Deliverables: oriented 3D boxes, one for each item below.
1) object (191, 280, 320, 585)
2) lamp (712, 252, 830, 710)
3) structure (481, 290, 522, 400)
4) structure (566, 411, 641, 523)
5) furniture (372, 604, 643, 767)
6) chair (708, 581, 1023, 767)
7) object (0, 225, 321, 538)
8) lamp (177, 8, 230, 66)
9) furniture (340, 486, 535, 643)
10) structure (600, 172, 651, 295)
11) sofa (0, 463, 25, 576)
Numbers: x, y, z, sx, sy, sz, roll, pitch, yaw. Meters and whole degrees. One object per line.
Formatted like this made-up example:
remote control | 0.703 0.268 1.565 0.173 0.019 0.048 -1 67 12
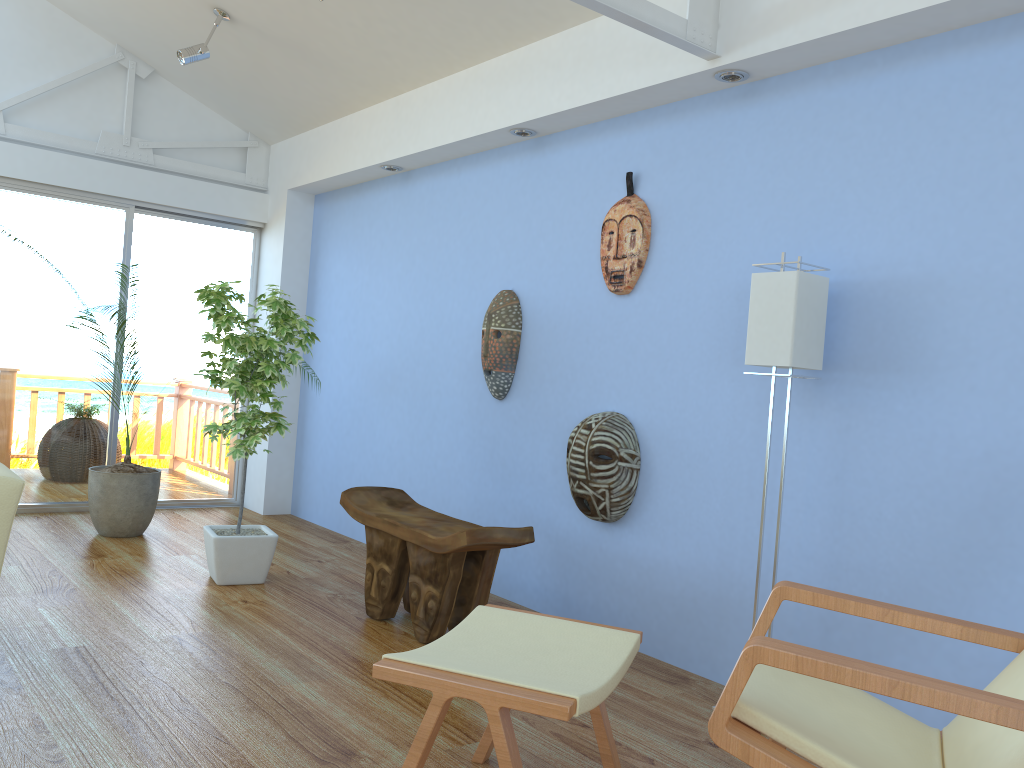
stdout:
object | -1.228 0.223 4.149 0.495 1.409 0.699 4 0 5
lamp | 0.856 0.335 2.899 0.200 1.520 0.200 4 0 -38
structure | -0.082 -0.193 4.295 0.115 0.541 0.254 4 0 -38
structure | 0.335 0.343 3.664 0.185 0.466 0.359 4 0 -38
furniture | 0.006 0.822 2.085 0.449 0.427 0.619 5 0 22
chair | 0.860 0.612 1.752 0.859 0.982 0.632 5 0 22
object | -2.042 0.012 4.978 1.563 1.695 1.706 5 0 43
lamp | -1.645 -1.841 4.726 0.254 0.327 0.118 4 0 -21
furniture | -0.358 0.745 3.649 0.329 0.507 1.100 4 0 -38
structure | 0.461 -0.628 3.693 0.063 0.508 0.264 4 0 -38
sofa | -2.680 0.468 2.217 2.448 0.597 0.950 4 0 -38
